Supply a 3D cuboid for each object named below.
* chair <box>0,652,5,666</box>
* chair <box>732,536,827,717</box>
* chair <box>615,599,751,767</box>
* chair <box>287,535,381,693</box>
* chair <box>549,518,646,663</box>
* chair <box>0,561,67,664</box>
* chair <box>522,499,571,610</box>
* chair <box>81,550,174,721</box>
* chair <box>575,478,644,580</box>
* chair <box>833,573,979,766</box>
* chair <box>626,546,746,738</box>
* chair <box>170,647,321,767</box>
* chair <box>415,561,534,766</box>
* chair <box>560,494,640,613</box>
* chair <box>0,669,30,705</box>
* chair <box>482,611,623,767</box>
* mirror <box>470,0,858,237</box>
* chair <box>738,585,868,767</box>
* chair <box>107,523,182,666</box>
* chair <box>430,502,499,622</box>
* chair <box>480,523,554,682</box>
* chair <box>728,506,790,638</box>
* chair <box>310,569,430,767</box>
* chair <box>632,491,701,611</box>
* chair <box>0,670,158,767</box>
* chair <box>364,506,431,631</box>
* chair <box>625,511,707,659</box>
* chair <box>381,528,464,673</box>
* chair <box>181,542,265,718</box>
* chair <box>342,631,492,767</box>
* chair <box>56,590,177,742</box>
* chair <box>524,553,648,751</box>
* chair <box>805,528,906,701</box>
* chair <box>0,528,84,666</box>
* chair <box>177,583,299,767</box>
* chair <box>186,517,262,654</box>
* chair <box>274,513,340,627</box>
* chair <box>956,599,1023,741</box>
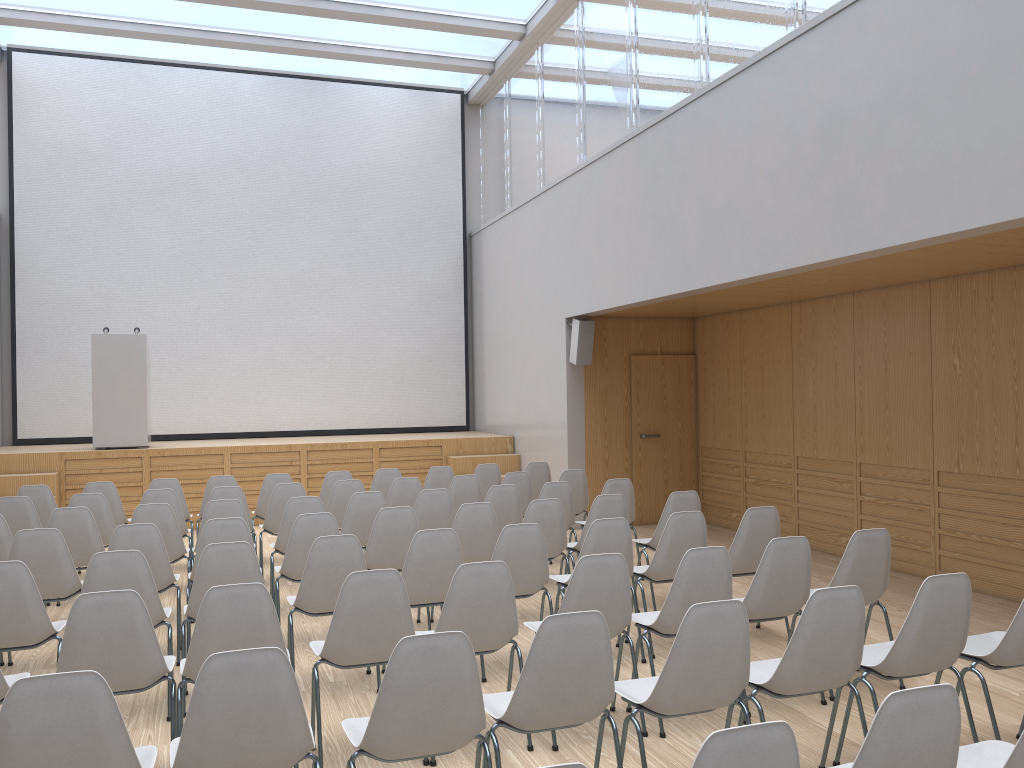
[{"bbox_3d":[-3.291,1.284,5.211,0.479,0.876,0.505,-1,0,-19],"label":"chair"},{"bbox_3d":[1.305,1.201,4.647,0.479,0.876,0.505,-1,0,-19],"label":"chair"},{"bbox_3d":[0.644,1.202,3.344,0.479,0.876,0.505,-1,0,-19],"label":"chair"},{"bbox_3d":[-1.005,1.242,4.934,0.479,0.876,0.505,-1,0,-19],"label":"chair"},{"bbox_3d":[0.497,1.220,5.385,0.479,0.876,0.505,-1,0,-19],"label":"chair"},{"bbox_3d":[-2.450,1.262,4.335,0.479,0.876,0.505,-1,0,-19],"label":"chair"},{"bbox_3d":[0.159,1.234,6.348,0.479,0.876,0.505,-1,0,-19],"label":"chair"},{"bbox_3d":[-2.005,1.257,4.574,0.479,0.876,0.505,-1,0,-19],"label":"chair"},{"bbox_3d":[0.821,1.233,7.651,0.479,0.876,0.505,-1,0,-19],"label":"chair"},{"bbox_3d":[1.638,1.188,3.723,0.479,0.876,0.505,-1,0,-19],"label":"chair"},{"bbox_3d":[0.842,1.207,4.402,0.479,0.876,0.505,-1,0,-19],"label":"chair"},{"bbox_3d":[-0.861,1.224,2.851,0.479,0.876,0.505,-1,0,-19],"label":"chair"},{"bbox_3d":[-0.203,1.222,4.132,0.479,0.876,0.505,-1,0,-19],"label":"chair"},{"bbox_3d":[0.627,1.227,6.558,0.479,0.876,0.505,-1,0,-19],"label":"chair"},{"bbox_3d":[-2.170,1.251,3.461,0.479,0.876,0.505,-1,0,-19],"label":"chair"},{"bbox_3d":[0.133,1.210,3.220,0.479,0.876,0.505,-1,0,-19],"label":"chair"},{"bbox_3d":[2.312,-3.481,5.590,0.253,2.090,17.828,-1,0,-19],"label":"mirror"},{"bbox_3d":[1.134,1.195,3.532,0.479,0.876,0.505,-1,0,-19],"label":"chair"},{"bbox_3d":[-2.302,1.269,5.486,0.479,0.876,0.505,-1,0,-19],"label":"chair"},{"bbox_3d":[-0.314,1.241,6.207,0.479,0.876,0.505,-1,0,-19],"label":"chair"},{"bbox_3d":[-0.016,1.228,5.232,0.479,0.876,0.505,-1,0,-19],"label":"chair"},{"bbox_3d":[1.486,1.207,5.765,0.479,0.876,0.505,-1,0,-19],"label":"chair"},{"bbox_3d":[-0.660,1.229,3.995,0.479,0.876,0.505,-1,0,-19],"label":"chair"},{"bbox_3d":[1.177,1.219,6.673,0.479,0.876,0.505,-1,0,-19],"label":"chair"},{"bbox_3d":[-1.315,1.230,2.653,0.479,0.876,0.505,-1,0,-19],"label":"chair"},{"bbox_3d":[-0.834,1.248,6.060,0.479,0.876,0.505,-1,0,-19],"label":"chair"},{"bbox_3d":[0.988,1.214,5.614,0.479,0.876,0.505,-1,0,-19],"label":"chair"},{"bbox_3d":[-0.492,1.235,5.090,0.479,0.876,0.505,-1,0,-19],"label":"chair"},{"bbox_3d":[-1.525,1.250,4.767,0.479,0.876,0.505,-1,0,-19],"label":"chair"},{"bbox_3d":[-0.320,1.216,2.993,0.479,0.876,0.505,-1,0,-19],"label":"chair"},{"bbox_3d":[-1.641,1.243,3.671,0.479,0.876,0.505,-1,0,-19],"label":"chair"},{"bbox_3d":[0.335,1.214,4.273,0.479,0.876,0.505,-1,0,-19],"label":"chair"},{"bbox_3d":[1.793,1.194,4.843,0.479,0.876,0.505,-1,0,-19],"label":"chair"},{"bbox_3d":[-2.812,1.277,5.355,0.479,0.876,0.505,-1,0,-19],"label":"chair"},{"bbox_3d":[-1.168,1.236,3.760,0.479,0.876,0.505,-1,0,-19],"label":"chair"},{"bbox_3d":[-1.830,1.262,5.669,0.479,0.876,0.505,-1,0,-19],"label":"chair"},{"bbox_3d":[-1.313,1.255,5.824,0.479,0.876,0.505,-1,0,-19],"label":"chair"},{"bbox_3d":[2.141,1.180,3.833,0.479,0.876,0.505,-1,0,-19],"label":"chair"}]
